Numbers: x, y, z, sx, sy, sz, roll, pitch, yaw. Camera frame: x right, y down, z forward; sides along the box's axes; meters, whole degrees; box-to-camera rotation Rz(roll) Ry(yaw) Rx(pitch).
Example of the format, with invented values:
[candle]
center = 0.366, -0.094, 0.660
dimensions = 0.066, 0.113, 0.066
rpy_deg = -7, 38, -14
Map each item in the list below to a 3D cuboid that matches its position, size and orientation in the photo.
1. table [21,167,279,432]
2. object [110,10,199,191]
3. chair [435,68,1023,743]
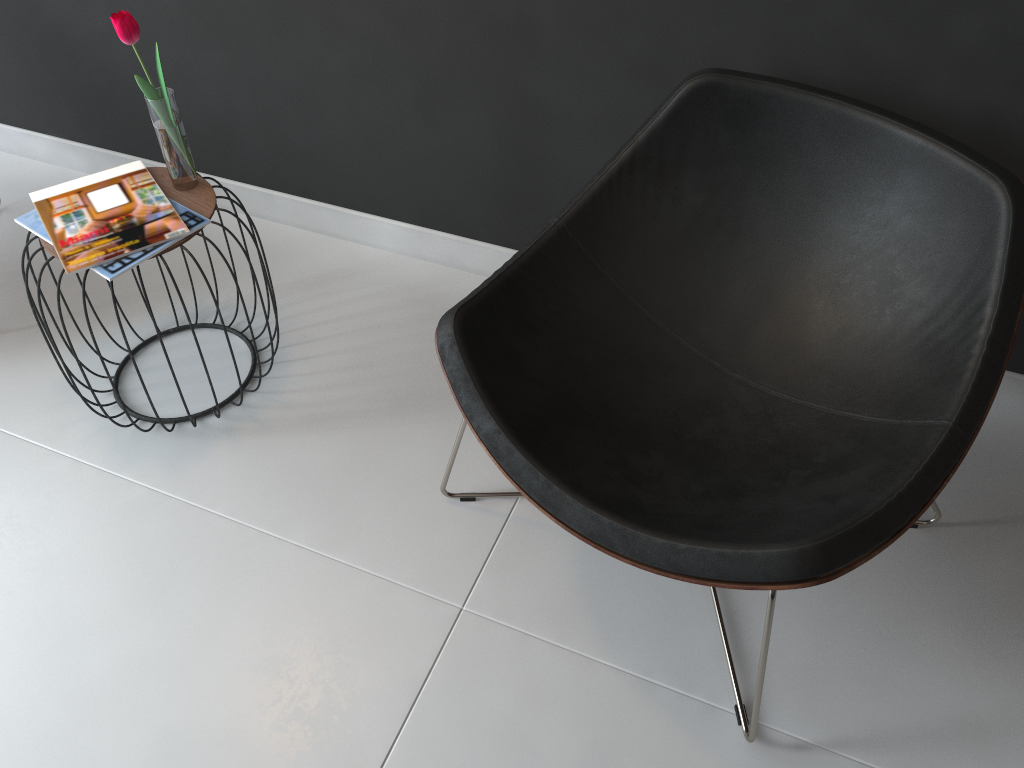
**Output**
[table]
center = -0.732, -0.178, 1.837
dimensions = 0.450, 0.417, 0.471
rpy_deg = 0, 43, 1
[object]
center = -0.653, -0.514, 1.640
dimensions = 0.067, 0.340, 0.079
rpy_deg = -26, 49, -24
[chair]
center = 0.338, -0.028, 1.484
dimensions = 0.806, 0.662, 0.833
rpy_deg = 33, 53, 31
